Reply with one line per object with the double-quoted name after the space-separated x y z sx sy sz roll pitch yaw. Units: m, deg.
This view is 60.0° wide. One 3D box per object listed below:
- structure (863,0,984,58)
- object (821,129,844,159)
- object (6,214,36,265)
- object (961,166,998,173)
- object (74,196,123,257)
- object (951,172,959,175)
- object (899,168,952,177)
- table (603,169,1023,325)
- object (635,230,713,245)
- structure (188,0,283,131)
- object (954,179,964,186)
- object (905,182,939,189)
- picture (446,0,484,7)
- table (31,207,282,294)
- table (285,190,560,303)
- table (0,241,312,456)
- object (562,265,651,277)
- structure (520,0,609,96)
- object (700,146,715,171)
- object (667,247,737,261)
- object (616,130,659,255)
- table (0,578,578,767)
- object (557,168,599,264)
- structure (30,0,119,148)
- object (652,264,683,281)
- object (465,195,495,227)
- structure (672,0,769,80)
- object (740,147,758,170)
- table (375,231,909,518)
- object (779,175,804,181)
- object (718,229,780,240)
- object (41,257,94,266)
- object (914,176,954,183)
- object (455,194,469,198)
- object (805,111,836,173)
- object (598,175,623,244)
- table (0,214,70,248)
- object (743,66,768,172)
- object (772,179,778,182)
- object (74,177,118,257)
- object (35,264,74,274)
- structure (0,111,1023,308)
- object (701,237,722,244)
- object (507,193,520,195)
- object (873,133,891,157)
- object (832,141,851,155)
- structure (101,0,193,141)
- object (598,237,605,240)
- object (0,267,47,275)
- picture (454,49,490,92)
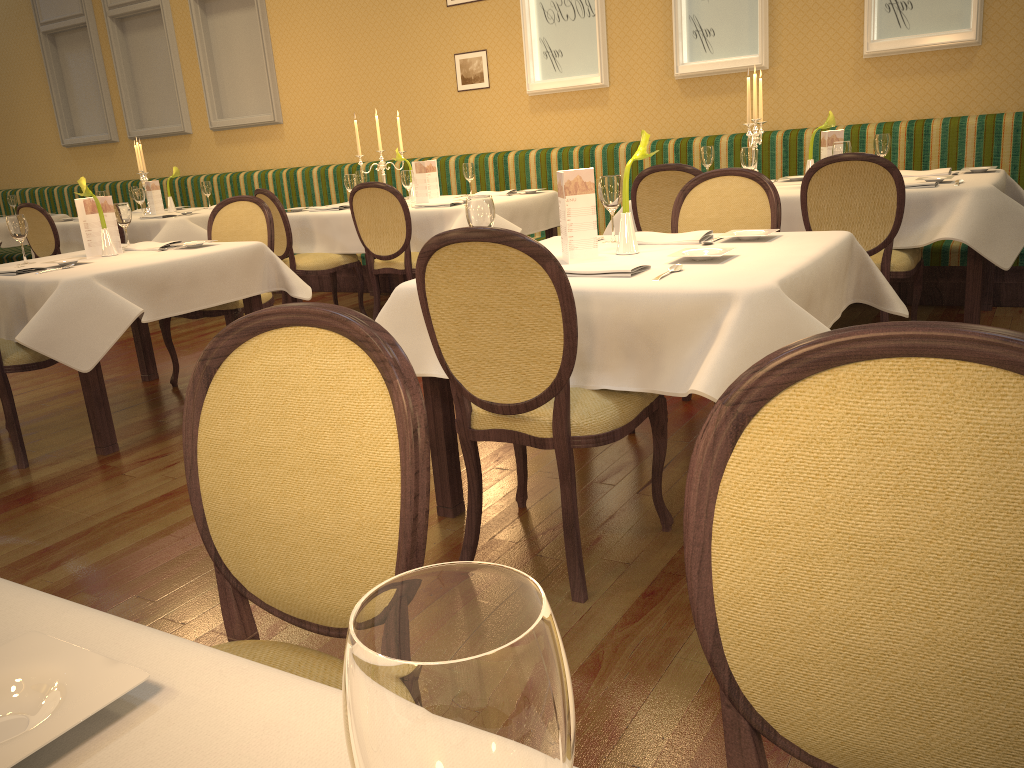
2.419 -3.497 5.116 0.670 2.985 0.200 5 18 31 "structure"
1.651 -1.179 4.631 0.166 0.277 0.081 -18 20 -39 "object"
-2.302 -0.676 4.155 0.088 0.229 0.088 -9 16 -15 "object"
2.434 -1.114 4.621 0.160 0.024 0.160 5 18 31 "object"
-1.985 -0.762 4.281 0.166 0.277 0.081 -8 16 -11 "object"
2.324 -1.104 4.638 0.038 0.015 0.181 5 19 32 "object"
2.188 -1.127 4.735 0.273 0.033 0.142 5 18 31 "object"
1.644 -0.693 4.806 2.152 0.759 1.385 5 18 31 "table"
0.527 -0.495 3.006 0.273 0.033 0.142 5 18 31 "object"
-2.677 -3.970 8.166 0.956 3.103 0.200 5 18 31 "structure"
2.061 -0.930 4.101 0.038 0.015 0.181 5 19 32 "object"
1.847 -0.933 4.169 0.273 0.024 0.142 5 18 31 "object"
-0.363 -3.147 6.964 0.401 0.294 0.008 5 18 31 "picture"
-2.974 -1.072 7.586 2.152 0.759 1.385 5 18 31 "table"
-0.663 -0.882 6.195 2.152 0.759 1.385 5 18 31 "table"
-1.904 -0.221 4.229 1.395 0.759 1.389 5 19 32 "table"
0.237 -0.323 2.499 0.273 0.024 0.142 5 18 31 "object"
0.312 -3.670 6.385 0.687 2.985 0.200 5 18 31 "structure"
1.175 -1.311 5.331 0.088 0.229 0.088 -8 16 -9 "object"
0.551 -0.371 2.567 0.160 0.024 0.160 5 18 31 "object"
0.387 -0.604 2.794 0.163 0.375 0.076 -16 19 -34 "object"
-0.381 0.739 0.342 2.152 0.759 1.385 5 18 31 "table"
0.182 -0.520 2.748 0.081 0.277 0.166 7 20 37 "object"
-4.775 -4.142 9.429 0.956 3.103 0.200 5 18 31 "structure"
0.412 -0.298 2.365 0.038 0.015 0.181 5 19 32 "object"
-0.088 -0.444 2.644 0.088 0.229 0.088 -8 16 -9 "object"
1.334 -3.586 5.769 0.661 2.985 0.200 5 18 31 "structure"
1.227 -1.107 4.592 0.088 0.229 0.088 -8 16 -9 "object"
0.402 -0.032 2.840 1.395 0.759 1.389 5 19 32 "table"
1.643 -1.184 5.119 0.160 0.024 0.160 5 18 31 "object"
0.773 -0.482 2.893 0.160 0.024 0.160 5 18 31 "object"
-1.981 -0.540 3.956 0.160 0.024 0.160 5 18 31 "object"
2.033 -0.979 4.268 0.160 0.024 0.160 5 18 31 "object"
-0.363 -1.328 6.277 0.017 0.010 0.185 5 19 32 "object"
1.646 -1.265 4.752 0.163 0.375 0.076 0 17 18 "object"
0.349 -0.609 3.094 0.088 0.229 0.088 -8 16 -9 "object"
-5.489 -1.278 9.101 2.152 0.759 1.385 5 18 31 "table"
1.331 -1.407 4.852 0.131 0.655 0.390 7 20 36 "object"
1.513 -1.175 5.148 0.017 0.010 0.185 5 19 32 "object"
-1.940 -0.779 4.141 0.076 0.375 0.163 -3 16 9 "object"
-1.953 -0.492 3.790 0.038 0.015 0.181 5 19 32 "object"
-1.858 -1.420 7.998 14.516 1.031 0.850 5 18 31 "structure"
0.662 -0.473 2.910 0.038 0.015 0.181 5 19 32 "object"
0.017 -1.293 6.027 0.038 0.015 0.181 5 19 32 "object"
2.010 -1.241 4.822 0.088 0.229 0.088 -8 16 -9 "object"
1.595 -1.055 4.293 0.088 0.229 0.088 -8 16 -9 "object"
-3.764 -4.059 8.820 0.956 3.103 0.200 5 18 31 "structure"
0.283 -0.508 3.160 0.017 0.010 0.185 5 19 32 "object"
-2.167 -0.495 3.857 0.273 0.024 0.142 5 18 31 "object"
-0.324 -2.523 7.149 0.313 0.294 0.008 5 18 31 "picture"
